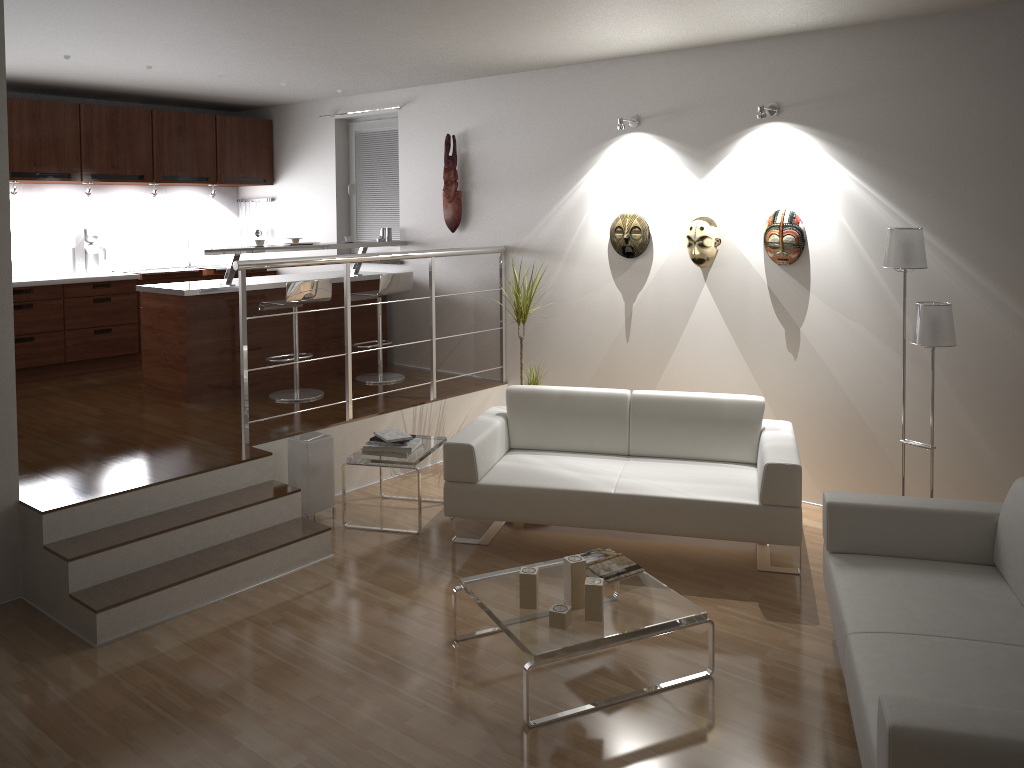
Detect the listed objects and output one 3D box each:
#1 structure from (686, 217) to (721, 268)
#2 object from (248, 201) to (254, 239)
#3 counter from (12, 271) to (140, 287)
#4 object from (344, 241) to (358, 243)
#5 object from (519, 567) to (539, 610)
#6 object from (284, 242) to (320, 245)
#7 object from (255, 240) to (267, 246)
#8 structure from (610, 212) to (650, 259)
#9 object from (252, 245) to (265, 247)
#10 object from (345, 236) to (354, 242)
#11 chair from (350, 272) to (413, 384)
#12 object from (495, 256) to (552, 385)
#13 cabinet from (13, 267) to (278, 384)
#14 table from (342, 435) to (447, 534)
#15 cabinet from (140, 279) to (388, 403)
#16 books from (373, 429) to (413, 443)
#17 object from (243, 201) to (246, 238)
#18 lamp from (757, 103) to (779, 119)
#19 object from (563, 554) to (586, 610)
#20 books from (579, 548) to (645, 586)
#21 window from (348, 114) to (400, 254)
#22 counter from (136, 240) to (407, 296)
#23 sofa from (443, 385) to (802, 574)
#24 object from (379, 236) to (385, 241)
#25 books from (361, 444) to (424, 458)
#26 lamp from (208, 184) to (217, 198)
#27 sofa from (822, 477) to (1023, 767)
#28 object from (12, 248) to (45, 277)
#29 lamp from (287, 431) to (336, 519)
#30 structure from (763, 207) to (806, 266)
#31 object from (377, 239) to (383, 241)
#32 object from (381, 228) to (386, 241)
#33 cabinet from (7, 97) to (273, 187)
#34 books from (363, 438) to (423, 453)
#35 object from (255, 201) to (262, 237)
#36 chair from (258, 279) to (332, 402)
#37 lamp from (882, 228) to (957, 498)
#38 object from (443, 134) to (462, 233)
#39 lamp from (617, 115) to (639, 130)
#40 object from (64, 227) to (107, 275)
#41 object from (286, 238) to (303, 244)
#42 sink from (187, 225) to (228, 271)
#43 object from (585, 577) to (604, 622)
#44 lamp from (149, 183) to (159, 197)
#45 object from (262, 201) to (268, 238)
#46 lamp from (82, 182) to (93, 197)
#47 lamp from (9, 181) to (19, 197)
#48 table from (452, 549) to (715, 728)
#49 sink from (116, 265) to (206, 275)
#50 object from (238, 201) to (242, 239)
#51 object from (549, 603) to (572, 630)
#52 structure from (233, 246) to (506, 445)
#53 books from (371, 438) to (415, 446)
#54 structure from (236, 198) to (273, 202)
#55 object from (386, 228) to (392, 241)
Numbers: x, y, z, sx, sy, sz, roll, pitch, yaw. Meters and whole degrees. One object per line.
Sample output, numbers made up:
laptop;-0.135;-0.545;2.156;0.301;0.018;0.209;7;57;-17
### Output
structure;1.191;-0.900;5.567;0.244;0.326;0.131;4;6;41
object;-2.612;-1.643;8.758;0.107;0.374;0.020;2;3;40
counter;-4.127;-0.797;6.930;0.685;0.039;2.126;9;14;39
object;-1.318;-1.142;7.055;0.140;0.008;0.132;3;12;19
object;0.066;0.778;3.369;0.067;0.149;0.068;0;4;10
object;-1.624;-1.087;6.786;0.219;0.010;0.312;9;15;41
object;-1.833;-1.026;6.382;0.079;0.045;0.068;-1;9;-6
structure;0.782;-1.007;5.940;0.318;0.313;0.069;5;6;40
object;-1.846;-1.002;6.374;0.141;0.008;0.131;10;15;42
object;-1.312;-1.167;7.065;0.079;0.045;0.068;-3;9;-13
chair;-1.031;-0.459;6.880;0.427;0.840;0.390;2;5;35
object;0.066;-0.140;5.931;0.504;1.460;0.442;-3;4;-37
cabinet;-3.675;-0.530;7.481;0.684;0.788;3.542;4;12;39
table;-0.658;0.564;5.111;0.464;0.395;0.559;1;8;15
cabinet;-1.904;-0.422;6.976;0.636;0.741;1.868;4;11;39
books;-0.681;0.294;5.008;0.152;0.014;0.219;-7;13;-29
object;-2.700;-1.658;8.840;0.033;0.374;0.008;1;3;40
lamp;1.518;-1.631;5.224;0.080;0.107;0.193;4;10;40
object;0.242;0.755;3.365;0.067;0.195;0.067;-2;4;-25
books;0.384;0.761;3.676;0.205;0.055;0.295;-8;13;-34
window;-1.180;-1.756;7.826;0.847;1.255;0.143;4;5;40
counter;-1.782;-0.962;6.994;0.844;0.314;2.126;8;14;39
sofa;0.611;0.456;4.733;1.782;0.732;0.920;2;8;15
object;-1.093;-1.230;7.391;0.051;0.045;0.051;-1;7;-3
books;-0.680;0.370;5.011;0.288;0.027;0.231;3;12;19
lamp;-2.811;-1.813;8.229;0.080;0.123;0.081;-1;5;-10
sofa;1.524;0.841;2.753;0.906;0.729;1.812;1;10;15
object;-4.100;-1.012;7.301;0.157;0.237;0.373;4;9;40
lamp;-1.155;0.541;5.051;0.199;0.476;0.193;2;5;40
structure;1.616;-0.883;5.248;0.266;0.351;0.076;4;5;40
object;-1.118;-1.217;7.395;0.051;0.019;0.051;9;14;42
object;-1.092;-1.274;7.453;0.052;0.108;0.053;1;4;24
cabinet;-3.449;-2.087;7.732;0.654;0.627;2.748;5;12;39
books;-0.681;0.343;5.010;0.287;0.027;0.231;1;11;9
object;-2.513;-1.639;8.701;0.091;0.361;0.043;2;3;40
chair;-1.542;-0.333;6.270;0.427;0.840;0.391;3;6;44
lamp;1.995;0.067;4.304;0.209;1.655;0.367;-2;3;-30
object;-0.478;-1.595;6.970;0.151;0.782;0.152;-1;3;-5
lamp;0.767;-1.748;5.852;0.080;0.107;0.193;4;10;40
object;-3.722;-1.172;7.679;0.164;0.401;0.332;2;6;40
object;-1.657;-1.100;6.733;0.130;0.041;0.141;9;14;41
sink;-2.816;-1.263;8.513;0.604;0.573;0.678;5;9;40
object;0.307;0.796;3.266;0.067;0.150;0.068;0;4;10
lamp;-3.183;-1.721;7.785;0.080;0.123;0.081;-1;5;-10
object;-2.432;-1.612;8.606;0.071;0.378;0.024;2;3;40
lamp;-3.555;-1.629;7.341;0.080;0.123;0.081;-1;5;-10
lamp;-3.928;-1.537;6.896;0.080;0.123;0.081;-1;5;-10
table;0.260;0.957;3.467;0.797;0.246;0.710;-5;11;-25
sink;-3.235;-0.972;8.017;0.604;0.197;0.607;8;13;39
object;-2.761;-1.662;8.874;0.065;0.378;0.033;2;3;40
object;0.177;0.846;3.212;0.067;0.073;0.068;2;7;25
structure;-0.809;-0.357;5.843;0.057;1.038;2.349;1;9;40
books;-0.681;0.323;5.009;0.216;0.014;0.154;1;11;9
structure;-2.574;-1.837;8.760;0.601;0.033;0.049;9;12;40
object;-1.043;-1.269;7.420;0.052;0.110;0.053;1;4;24
